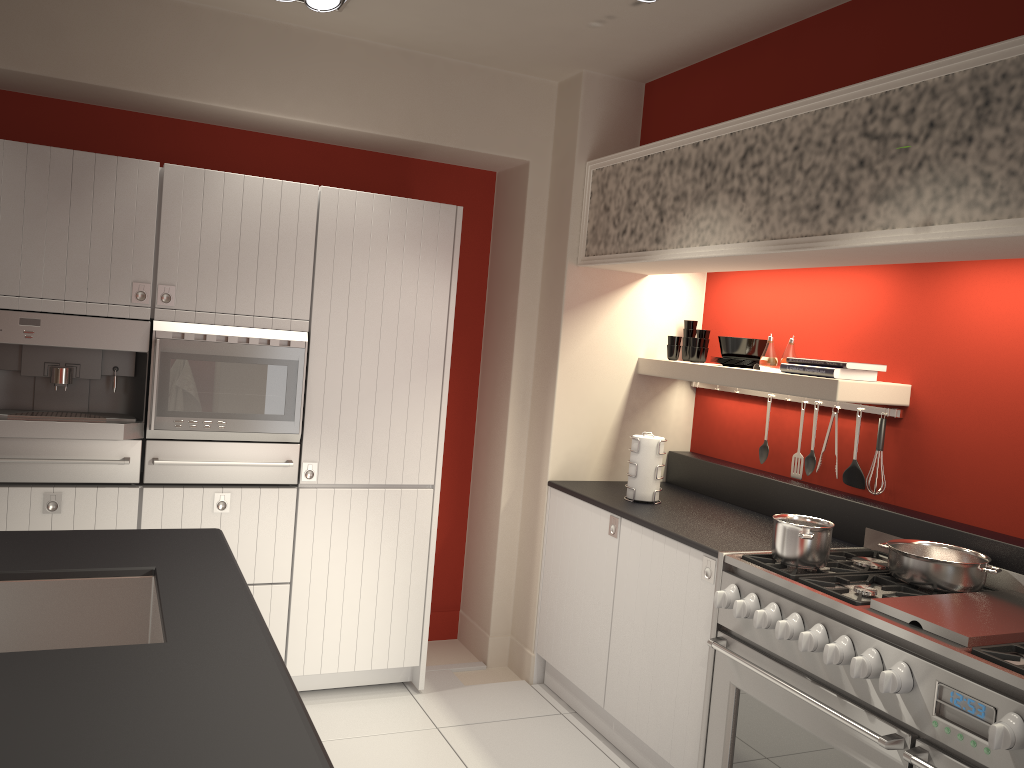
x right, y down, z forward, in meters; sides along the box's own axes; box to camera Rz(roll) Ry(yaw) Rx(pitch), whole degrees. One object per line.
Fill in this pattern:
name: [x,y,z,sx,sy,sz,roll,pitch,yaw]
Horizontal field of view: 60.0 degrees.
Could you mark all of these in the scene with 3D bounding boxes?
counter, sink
counter: [-1.137,0.526,1.576,1.415,0.050,2.055,3,4,-24]
sink: [-1.053,0.637,1.966,0.516,0.258,0.568,3,4,-24]
counter: [0.769,0.563,3.876,0.699,0.026,1.361,3,4,-24]

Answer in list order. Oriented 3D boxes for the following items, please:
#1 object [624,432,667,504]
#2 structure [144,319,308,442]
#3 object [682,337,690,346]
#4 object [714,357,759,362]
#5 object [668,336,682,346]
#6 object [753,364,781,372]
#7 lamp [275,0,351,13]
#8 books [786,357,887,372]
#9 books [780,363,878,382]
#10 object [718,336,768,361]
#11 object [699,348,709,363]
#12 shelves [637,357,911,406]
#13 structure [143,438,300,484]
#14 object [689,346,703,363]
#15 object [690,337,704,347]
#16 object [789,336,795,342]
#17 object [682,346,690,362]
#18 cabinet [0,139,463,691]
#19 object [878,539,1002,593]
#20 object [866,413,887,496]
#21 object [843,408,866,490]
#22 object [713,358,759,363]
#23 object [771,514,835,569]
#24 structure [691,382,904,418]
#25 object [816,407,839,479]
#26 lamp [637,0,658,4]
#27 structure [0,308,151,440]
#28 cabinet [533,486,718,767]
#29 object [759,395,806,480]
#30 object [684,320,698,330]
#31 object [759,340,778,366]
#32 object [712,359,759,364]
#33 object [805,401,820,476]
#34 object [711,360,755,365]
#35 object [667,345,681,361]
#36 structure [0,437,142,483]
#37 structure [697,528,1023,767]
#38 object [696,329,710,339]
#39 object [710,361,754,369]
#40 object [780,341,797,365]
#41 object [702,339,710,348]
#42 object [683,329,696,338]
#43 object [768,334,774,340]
object: [0.604,0.376,4.012,0.168,0.304,0.163,5,3,4]
structure: [-1.208,-0.009,3.752,0.610,0.472,0.333,3,3,-24]
object: [0.902,-0.198,4.528,0.070,0.076,0.070,7,4,37]
object: [1.061,-0.106,4.102,0.280,0.016,0.280,3,4,-25]
object: [0.800,-0.198,4.374,0.070,0.076,0.070,7,4,37]
object: [1.153,-0.066,3.839,0.183,0.027,0.160,5,3,4]
lamp: [-0.837,-1.568,3.550,0.361,0.084,0.199,3,4,-24]
books: [1.286,-0.080,3.529,0.207,0.026,0.332,3,4,-24]
books: [1.257,-0.048,3.537,0.207,0.042,0.331,4,3,-19]
object: [1.065,-0.157,4.099,0.232,0.108,0.232,6,3,17]
object: [0.944,-0.144,4.429,0.070,0.076,0.070,7,4,37]
shelves: [1.089,-0.025,3.975,0.376,0.083,1.379,3,4,-24]
structure: [-1.199,0.329,3.697,0.617,0.177,0.129,3,3,-24]
object: [0.888,-0.141,4.295,0.070,0.076,0.070,7,4,37]
object: [0.891,-0.185,4.293,0.070,0.076,0.070,7,4,37]
object: [1.210,-0.192,3.829,0.023,0.032,0.026,2,4,-42]
object: [0.898,-0.154,4.530,0.070,0.076,0.070,7,4,37]
cabinet: [-1.619,0.214,3.876,2.557,2.249,0.717,3,3,-24]
object: [1.390,0.597,2.905,0.309,0.104,0.309,5,3,3]
object: [1.445,0.277,3.491,0.069,0.328,0.069,8,4,43]
object: [1.412,0.262,3.608,0.040,0.330,0.123,4,3,-25]
object: [1.060,-0.101,4.102,0.280,0.016,0.280,3,4,-25]
object: [0.985,0.537,3.020,0.201,0.148,0.201,3,4,-32]
structure: [1.232,0.057,4.038,0.054,0.034,1.355,3,4,-24]
object: [1.339,0.240,3.727,0.009,0.296,0.124,4,3,-24]
lamp: [0.503,-1.439,3.132,0.199,0.109,0.361,3,4,-24]
structure: [-1.808,-0.046,3.561,0.623,0.470,0.453,3,3,-24]
cabinet: [0.727,1.071,3.906,0.687,0.993,1.362,3,3,-24]
object: [1.216,0.232,3.988,0.022,0.351,0.287,4,3,-23]
object: [0.909,-0.285,4.523,0.070,0.076,0.070,7,4,37]
object: [1.114,-0.126,3.839,0.076,0.131,0.076,6,3,18]
object: [1.060,-0.095,4.102,0.280,0.016,0.280,3,4,-25]
object: [1.297,0.235,3.816,0.022,0.323,0.067,3,3,-26]
object: [1.059,-0.090,4.103,0.280,0.016,0.280,3,4,-25]
object: [0.796,-0.154,4.377,0.070,0.076,0.070,7,4,37]
structure: [-1.772,0.295,3.436,0.617,0.177,0.129,3,3,-24]
structure: [1.234,1.127,2.674,0.777,1.085,1.323,3,3,-24]
object: [0.951,-0.232,4.424,0.070,0.076,0.070,7,4,37]
object: [1.059,-0.085,4.103,0.280,0.016,0.280,3,4,-25]
object: [1.203,-0.118,3.834,0.076,0.134,0.077,2,4,-41]
object: [0.948,-0.188,4.426,0.070,0.076,0.070,7,4,37]
object: [0.906,-0.241,4.525,0.070,0.076,0.070,7,4,37]
object: [1.120,-0.201,3.836,0.023,0.031,0.024,6,3,17]
